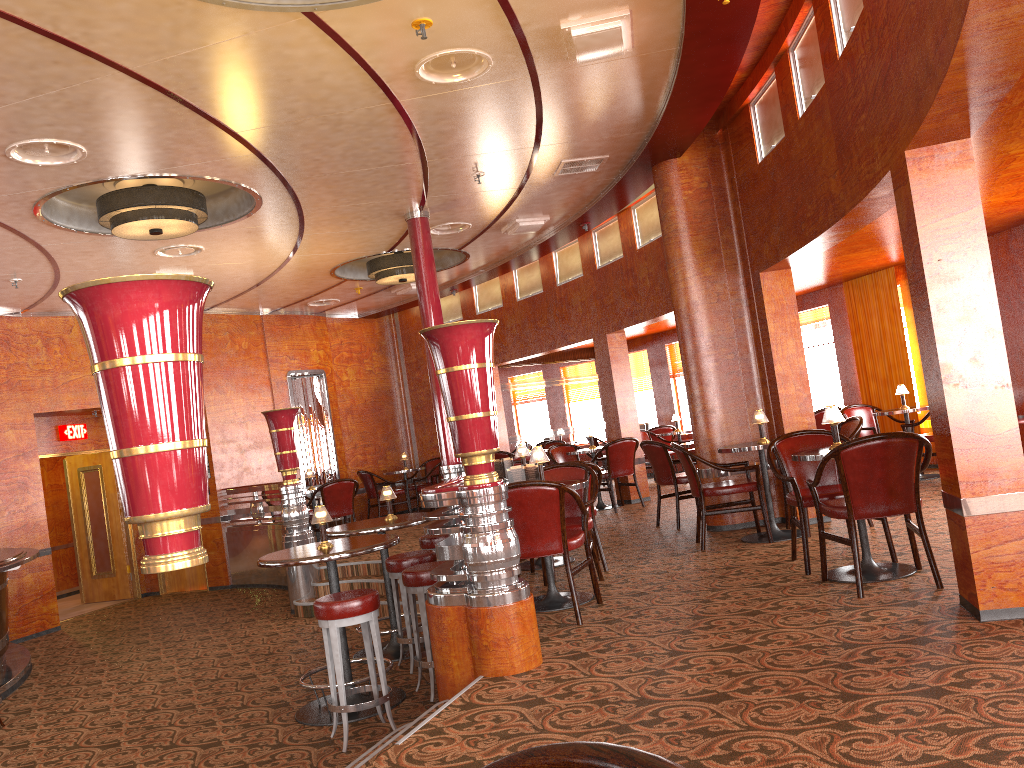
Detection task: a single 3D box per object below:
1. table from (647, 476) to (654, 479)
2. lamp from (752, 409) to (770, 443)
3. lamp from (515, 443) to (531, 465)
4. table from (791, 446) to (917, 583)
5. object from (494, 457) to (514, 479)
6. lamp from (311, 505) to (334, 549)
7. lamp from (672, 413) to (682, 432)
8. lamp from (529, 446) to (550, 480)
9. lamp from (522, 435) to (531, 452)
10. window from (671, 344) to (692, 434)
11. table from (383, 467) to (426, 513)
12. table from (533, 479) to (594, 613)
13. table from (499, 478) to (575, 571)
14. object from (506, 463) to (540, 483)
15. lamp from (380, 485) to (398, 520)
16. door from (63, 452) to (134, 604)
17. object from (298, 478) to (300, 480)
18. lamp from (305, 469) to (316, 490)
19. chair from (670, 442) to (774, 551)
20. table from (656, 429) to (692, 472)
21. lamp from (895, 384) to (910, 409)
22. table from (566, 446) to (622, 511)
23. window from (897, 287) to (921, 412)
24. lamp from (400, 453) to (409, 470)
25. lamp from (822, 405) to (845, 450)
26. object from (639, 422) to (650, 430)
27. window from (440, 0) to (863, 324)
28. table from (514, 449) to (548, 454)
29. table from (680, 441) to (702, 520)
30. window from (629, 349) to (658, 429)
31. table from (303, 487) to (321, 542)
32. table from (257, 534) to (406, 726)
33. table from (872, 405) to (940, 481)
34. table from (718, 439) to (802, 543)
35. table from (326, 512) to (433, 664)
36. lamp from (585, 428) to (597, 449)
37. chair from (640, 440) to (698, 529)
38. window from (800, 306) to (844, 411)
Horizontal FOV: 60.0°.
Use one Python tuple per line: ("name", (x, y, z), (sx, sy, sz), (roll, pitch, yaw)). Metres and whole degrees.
("table", (1.975, 1.161, 14.115), (0.640, 0.720, 0.640), (-8, -2, 1))
("lamp", (1.900, 0.321, 6.766), (0.130, 0.250, 0.130), (-7, -2, -22))
("lamp", (0.089, 0.603, 7.092), (0.130, 0.250, 0.130), (-7, -2, -22))
("table", (1.973, 0.716, 5.035), (0.639, 0.720, 0.640), (-8, -2, -17))
("object", (-0.069, 0.670, 7.023), (0.195, 0.156, 0.169), (-8, -2, -9))
("lamp", (-1.145, 0.860, 5.358), (0.131, 0.250, 0.130), (-10, -3, 41))
("lamp", (2.318, 0.540, 12.479), (0.130, 0.250, 0.131), (-7, -2, -22))
("lamp", (0.174, 0.513, 5.513), (0.130, 0.250, 0.130), (-10, -3, 32))
("lamp", (0.214, 0.879, 13.110), (0.130, 0.250, 0.131), (-7, -2, -22))
("window", (2.814, 0.030, 13.614), (0.040, 1.420, 0.821), (-7, -3, -33))
("table", (-1.550, 1.631, 13.177), (0.639, 0.720, 0.640), (-6, -3, -40))
("table", (0.208, 0.998, 5.505), (0.639, 0.720, 0.640), (-7, -3, -26))
("table", (0.204, 1.075, 7.057), (0.639, 0.720, 0.640), (-8, -2, -8))
("object", (0.057, 0.571, 5.396), (0.169, 0.156, 0.195), (-7, -3, -19))
("lamp", (-0.931, 0.894, 6.698), (0.130, 0.250, 0.130), (-10, -3, 32))
("door", (-5.523, 1.904, 11.840), (0.808, 1.982, 0.063), (-9, -2, 15))
("object", (-2.597, 1.221, 10.727), (0.195, 0.156, 0.169), (-9, -3, 16))
("lamp", (-2.453, 1.156, 10.781), (0.130, 0.250, 0.131), (-7, -3, -40))
("chair", (1.581, 0.811, 6.788), (0.615, 0.816, 0.588), (-9, -2, 6))
("table", (2.393, 1.019, 12.463), (0.640, 0.720, 0.639), (-10, -3, 32))
("lamp", (3.990, 0.128, 9.054), (0.130, 0.250, 0.130), (-9, -2, 12))
("table", (1.015, 1.130, 10.609), (0.639, 0.720, 0.640), (-6, -3, -40))
("window", (4.369, -0.365, 10.203), (0.040, 1.420, 0.821), (-8, -2, -17))
("lamp", (-1.594, 1.148, 13.190), (0.130, 0.250, 0.131), (-7, -2, -22))
("lamp", (1.853, 0.247, 5.098), (0.130, 0.250, 0.131), (-7, -3, -40))
("object", (2.066, 0.694, 13.895), (0.169, 0.156, 0.195), (-9, -3, 13))
("window", (0.863, -1.709, 8.351), (1.955, 0.480, 11.958), (-8, -3, -12))
("table", (0.296, 1.356, 13.073), (0.639, 0.720, 0.640), (-6, -3, -40))
("table", (1.959, 0.881, 8.345), (0.640, 0.720, 0.639), (-10, -3, 32))
("window", (2.078, 0.187, 14.625), (0.150, 1.436, 0.839), (-7, -3, -38))
("table", (-2.380, 1.635, 10.762), (0.639, 0.720, 0.640), (-6, -3, -40))
("table", (-1.033, 1.454, 5.328), (0.850, 0.960, 0.849), (-9, -3, 23))
("table", (4.065, 0.606, 9.036), (0.640, 0.720, 0.639), (-9, -3, 26))
("table", (1.944, 0.805, 6.750), (0.640, 0.720, 0.639), (-10, -3, 41))
("table", (-0.914, 1.498, 6.585), (0.849, 0.960, 0.850), (-8, -2, 1))
("lamp", (0.949, 0.650, 10.634), (0.130, 0.250, 0.130), (-8, -2, -13))
("chair", (1.553, 0.883, 8.181), (0.615, 0.816, 0.588), (-8, -2, -19))
("window", (3.958, -0.247, 11.389), (0.040, 1.420, 0.821), (-8, -2, -22))
